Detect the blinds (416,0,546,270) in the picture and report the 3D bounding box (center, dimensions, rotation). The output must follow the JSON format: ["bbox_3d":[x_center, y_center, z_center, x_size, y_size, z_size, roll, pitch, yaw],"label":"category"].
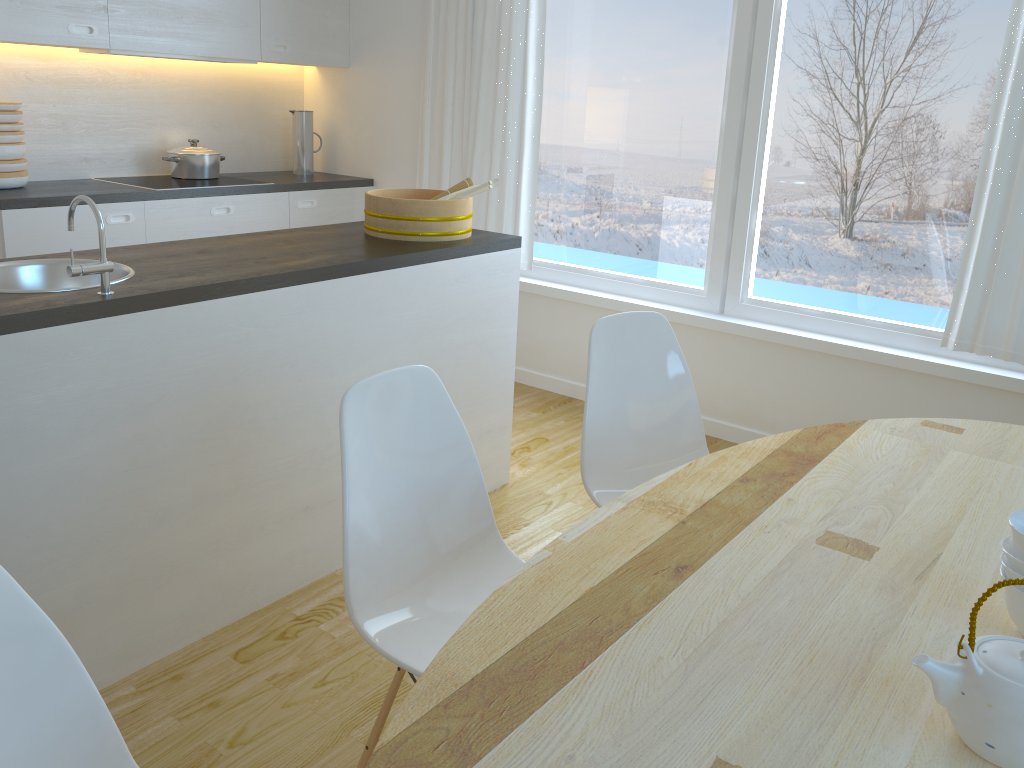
[{"bbox_3d":[-0.183,-1.664,4.294,0.800,2.126,0.151,14,18,35],"label":"blinds"}]

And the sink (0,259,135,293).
[{"bbox_3d":[-1.147,-0.197,2.188,0.404,0.154,0.410,-1,18,-11],"label":"sink"}]

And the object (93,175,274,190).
[{"bbox_3d":[-1.623,-1.002,4.390,0.566,0.013,0.660,15,22,34],"label":"object"}]

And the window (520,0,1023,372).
[{"bbox_3d":[1.000,-1.231,3.717,2.746,1.888,0.089,15,19,35],"label":"window"}]

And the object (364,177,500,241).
[{"bbox_3d":[-0.302,-0.636,3.108,0.430,0.211,0.384,-5,19,-24],"label":"object"}]

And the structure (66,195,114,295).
[{"bbox_3d":[-0.989,-0.317,2.002,0.163,0.212,0.098,14,19,35],"label":"structure"}]

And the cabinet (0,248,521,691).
[{"bbox_3d":[-0.951,0.142,2.519,0.605,0.895,2.423,14,21,34],"label":"cabinet"}]

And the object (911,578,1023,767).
[{"bbox_3d":[0.566,0.313,1.009,0.178,0.208,0.148,14,19,34],"label":"object"}]

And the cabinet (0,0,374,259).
[{"bbox_3d":[-1.920,-1.142,3.807,0.484,2.265,3.231,13,20,34],"label":"cabinet"}]

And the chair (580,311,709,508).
[{"bbox_3d":[0.423,0.314,2.212,0.431,0.887,0.529,-7,18,-32],"label":"chair"}]

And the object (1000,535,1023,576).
[{"bbox_3d":[0.758,0.269,1.229,0.152,0.094,0.152,-10,21,-35],"label":"object"}]

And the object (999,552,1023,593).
[{"bbox_3d":[0.758,0.293,1.233,0.152,0.091,0.153,-1,18,-14],"label":"object"}]

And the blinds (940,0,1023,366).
[{"bbox_3d":[1.940,-1.066,2.764,0.800,2.126,0.151,14,18,36],"label":"blinds"}]

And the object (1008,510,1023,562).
[{"bbox_3d":[0.762,0.243,1.221,0.152,0.086,0.154,-5,19,-24],"label":"object"}]

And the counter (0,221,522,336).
[{"bbox_3d":[-0.928,-0.310,2.400,0.605,0.039,2.423,15,22,34],"label":"counter"}]

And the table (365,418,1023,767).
[{"bbox_3d":[0.609,0.700,1.318,1.201,0.714,2.211,14,21,33],"label":"table"}]

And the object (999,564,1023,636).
[{"bbox_3d":[0.758,0.316,1.235,0.152,0.081,0.154,-1,18,-14],"label":"object"}]

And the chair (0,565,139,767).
[{"bbox_3d":[-0.411,0.661,1.002,0.523,0.887,0.436,5,15,6],"label":"chair"}]

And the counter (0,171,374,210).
[{"bbox_3d":[-1.623,-0.984,4.389,0.604,0.039,2.019,15,22,34],"label":"counter"}]
